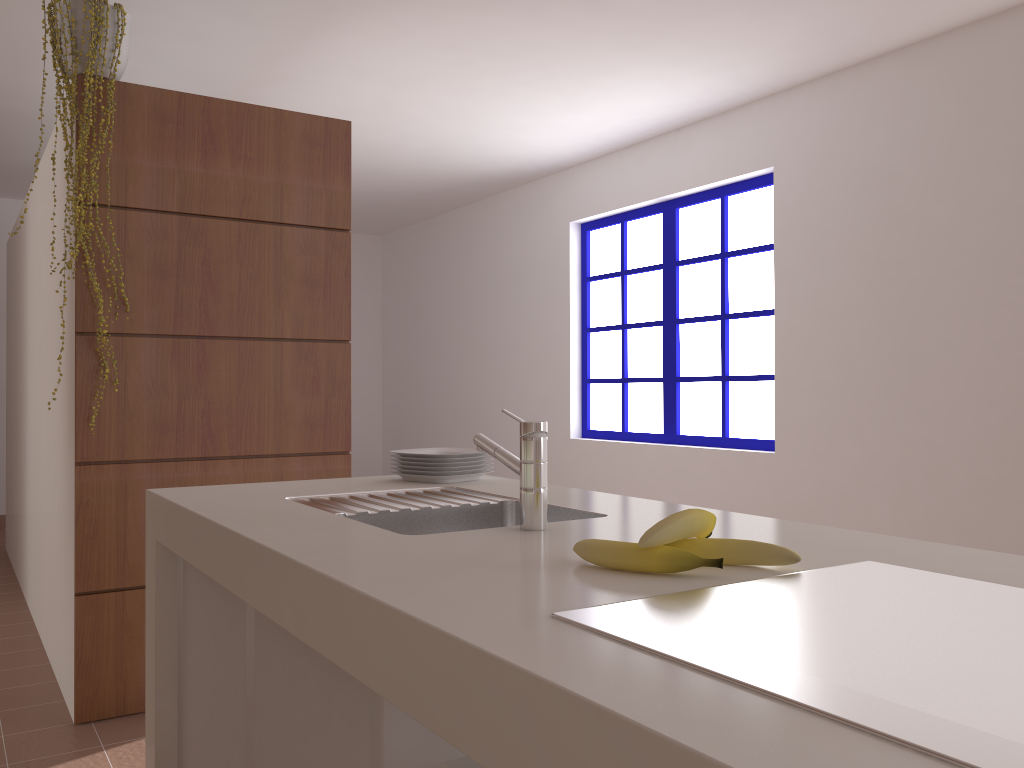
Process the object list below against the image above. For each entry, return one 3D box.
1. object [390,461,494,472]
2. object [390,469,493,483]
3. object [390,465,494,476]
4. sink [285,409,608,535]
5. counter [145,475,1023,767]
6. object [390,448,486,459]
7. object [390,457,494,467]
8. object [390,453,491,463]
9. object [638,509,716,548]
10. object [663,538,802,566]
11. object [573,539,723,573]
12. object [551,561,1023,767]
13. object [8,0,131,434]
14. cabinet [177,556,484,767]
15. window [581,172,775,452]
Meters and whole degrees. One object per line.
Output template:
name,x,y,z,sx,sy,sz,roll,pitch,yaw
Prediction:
object,-0.175,0.208,2.217,0.228,0.020,0.228,-1,-1,39
object,-0.175,0.228,2.217,0.228,0.020,0.228,-1,-1,39
object,-0.175,0.218,2.217,0.228,0.020,0.228,-1,-1,39
sink,-0.134,0.229,1.679,0.404,0.368,0.668,0,-1,-33
counter,0.096,0.630,1.322,0.821,0.800,2.156,0,-1,-33
object,-0.175,0.177,2.217,0.228,0.020,0.228,-1,-1,39
object,-0.175,0.198,2.217,0.228,0.020,0.228,-1,-1,39
object,-0.175,0.187,2.217,0.228,0.020,0.228,-1,-1,39
object,0.226,0.183,1.127,0.047,0.055,0.207,0,-1,34
object,0.254,0.211,1.118,0.207,0.033,0.060,0,-1,12
object,0.152,0.211,1.084,0.207,0.033,0.060,-1,-1,37
object,0.394,0.222,0.764,0.493,0.006,0.551,0,-1,-33
object,-1.337,-0.517,2.762,0.279,1.344,0.297,0,-1,17
cabinet,0.130,0.680,1.276,0.737,0.700,2.048,0,-1,-33
window,0.935,-0.362,5.208,0.035,1.430,1.699,0,-1,-33
